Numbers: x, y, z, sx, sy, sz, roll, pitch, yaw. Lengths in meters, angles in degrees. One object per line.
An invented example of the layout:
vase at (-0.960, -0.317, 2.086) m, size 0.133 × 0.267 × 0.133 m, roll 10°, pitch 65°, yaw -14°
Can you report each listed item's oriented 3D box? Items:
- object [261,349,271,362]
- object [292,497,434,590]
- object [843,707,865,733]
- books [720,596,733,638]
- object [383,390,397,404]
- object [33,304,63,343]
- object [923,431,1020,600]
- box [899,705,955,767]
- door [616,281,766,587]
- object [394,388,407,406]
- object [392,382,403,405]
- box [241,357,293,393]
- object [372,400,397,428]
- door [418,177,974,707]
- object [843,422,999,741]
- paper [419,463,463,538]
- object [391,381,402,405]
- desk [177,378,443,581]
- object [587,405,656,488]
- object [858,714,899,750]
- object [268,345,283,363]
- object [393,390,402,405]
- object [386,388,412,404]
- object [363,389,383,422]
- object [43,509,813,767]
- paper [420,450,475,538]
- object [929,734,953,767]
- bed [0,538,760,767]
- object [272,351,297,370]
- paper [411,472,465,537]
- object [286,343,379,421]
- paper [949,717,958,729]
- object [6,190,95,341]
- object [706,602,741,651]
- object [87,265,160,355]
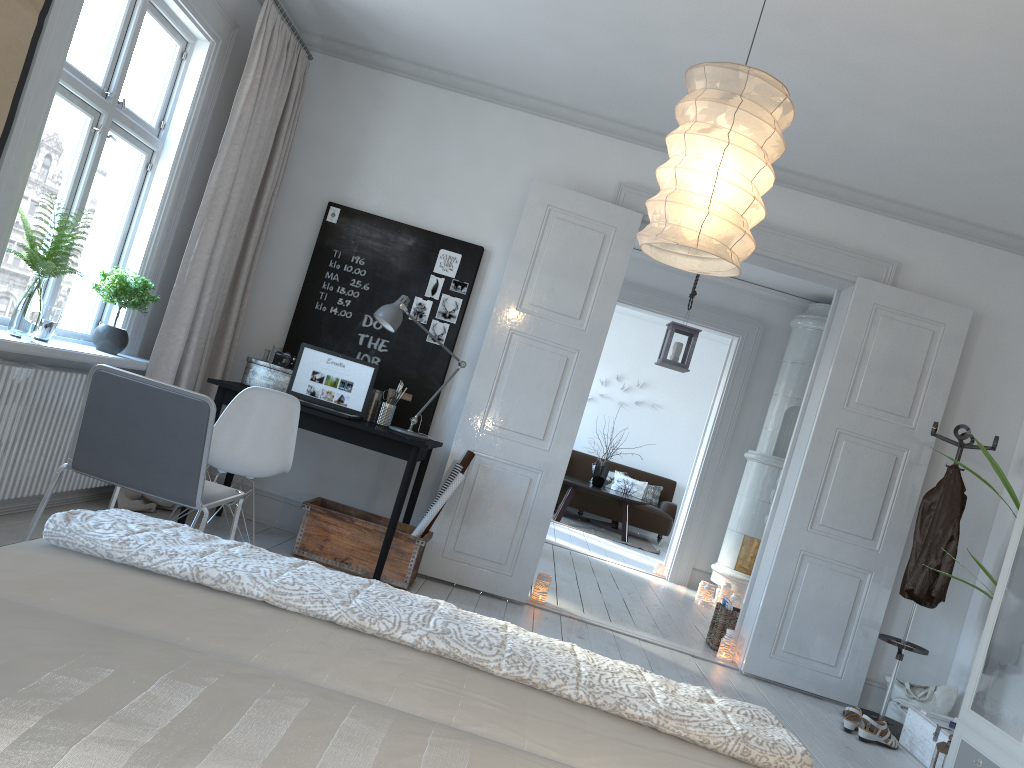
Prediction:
object at (-1.379, -0.162, 4.976) m, size 0.040 × 0.069 × 0.040 m, roll 17°, pitch -1°, yaw -10°
object at (-0.794, 0.845, 4.711) m, size 0.664 × 0.282 × 0.339 m, roll 17°, pitch -2°, yaw 2°
object at (1.735, 1.687, 4.497) m, size 0.099 × 0.125 × 0.273 m, roll 16°, pitch -2°, yaw 35°
books at (1.398, 1.519, 5.571) m, size 0.201 × 0.300 × 0.180 m, roll 17°, pitch -1°, yaw 2°
object at (-0.707, 0.127, 4.929) m, size 0.081 × 0.198 × 0.050 m, roll 16°, pitch -1°, yaw 28°
object at (-1.905, -0.247, 3.617) m, size 0.097 × 0.146 × 0.097 m, roll 17°, pitch -1°, yaw 8°
object at (2.145, 1.037, 3.771) m, size 1.041 × 1.553 × 0.289 m, roll 16°, pitch -1°, yaw 32°
box at (2.147, 1.751, 4.183) m, size 0.376 × 0.218 × 0.642 m, roll 17°, pitch -2°, yaw 3°
door at (1.155, 0.412, 8.243) m, size 2.598 × 2.504 × 0.578 m, roll 17°, pitch -1°, yaw 2°
object at (-0.654, 0.124, 4.917) m, size 0.084 × 0.240 × 0.009 m, roll 17°, pitch -1°, yaw -21°
object at (-0.663, 0.109, 4.933) m, size 0.012 × 0.264 × 0.062 m, roll 16°, pitch -2°, yaw 45°
box at (-1.327, -0.032, 4.928) m, size 0.317 × 0.152 × 0.193 m, roll 17°, pitch -2°, yaw 2°
object at (-0.709, 0.168, 4.917) m, size 0.108 × 0.128 × 0.108 m, roll 16°, pitch -2°, yaw 18°
door at (1.052, 0.266, 5.230) m, size 2.598 × 2.504 × 0.578 m, roll 17°, pitch -1°, yaw 2°
object at (2.190, 1.033, 4.726) m, size 0.374 × 1.658 × 0.375 m, roll 17°, pitch -1°, yaw 10°
paper at (-0.461, 0.732, 4.793) m, size 0.267 × 0.669 × 0.043 m, roll 18°, pitch -2°, yaw -42°
object at (-0.667, 0.105, 4.933) m, size 0.008 × 0.267 × 0.060 m, roll 17°, pitch -1°, yaw 19°
desk at (-1.066, 0.515, 4.730) m, size 1.159 × 0.758 × 0.651 m, roll 17°, pitch -1°, yaw 2°
object at (1.303, 0.779, 10.757) m, size 0.847 × 1.065 × 0.524 m, roll 18°, pitch -1°, yaw -27°
object at (1.817, 1.707, 4.352) m, size 0.273 × 0.125 × 0.099 m, roll 18°, pitch -2°, yaw -25°
object at (-1.328, -0.153, 4.908) m, size 0.056 × 0.130 × 0.167 m, roll 17°, pitch -2°, yaw 1°
object at (-0.667, 0.130, 4.922) m, size 0.009 × 0.221 × 0.083 m, roll 16°, pitch -1°, yaw 32°
object at (-0.651, 0.143, 4.970) m, size 0.138 × 0.208 × 0.034 m, roll 17°, pitch -1°, yaw -18°
object at (-0.785, 0.122, 4.993) m, size 0.079 × 0.188 × 0.078 m, roll 17°, pitch -1°, yaw -18°
object at (-0.159, 0.487, 1.769) m, size 1.460 × 0.104 × 0.405 m, roll 17°, pitch -2°, yaw 2°
paper at (-0.421, 0.702, 4.862) m, size 0.298 × 0.746 × 0.048 m, roll 18°, pitch -2°, yaw -42°
object at (1.796, 1.558, 3.628) m, size 0.131 × 0.351 × 0.138 m, roll 16°, pitch -1°, yaw 25°
bed at (-0.207, 0.480, 0.926) m, size 1.888 × 1.046 × 2.178 m, roll 17°, pitch -2°, yaw 3°
object at (-1.238, -0.134, 4.837) m, size 0.137 × 0.087 × 0.073 m, roll 17°, pitch -1°, yaw 2°
paper at (-0.468, 0.745, 4.733) m, size 0.283 × 0.626 × 0.041 m, roll 17°, pitch -1°, yaw -19°
object at (-0.982, -0.021, 4.658) m, size 0.445 × 0.315 × 0.326 m, roll 17°, pitch -2°, yaw 3°
paper at (2.218, 1.661, 4.233) m, size 0.221 × 0.031 × 0.175 m, roll 15°, pitch -2°, yaw 35°
object at (-1.846, -0.454, 3.437) m, size 0.413 × 0.564 × 0.306 m, roll 16°, pitch -2°, yaw 37°
object at (1.401, 1.554, 5.569) m, size 0.270 × 0.265 × 0.224 m, roll 17°, pitch -1°, yaw 2°
object at (-1.849, -0.346, 4.155) m, size 0.310 × 0.407 × 0.271 m, roll 18°, pitch -2°, yaw -37°
